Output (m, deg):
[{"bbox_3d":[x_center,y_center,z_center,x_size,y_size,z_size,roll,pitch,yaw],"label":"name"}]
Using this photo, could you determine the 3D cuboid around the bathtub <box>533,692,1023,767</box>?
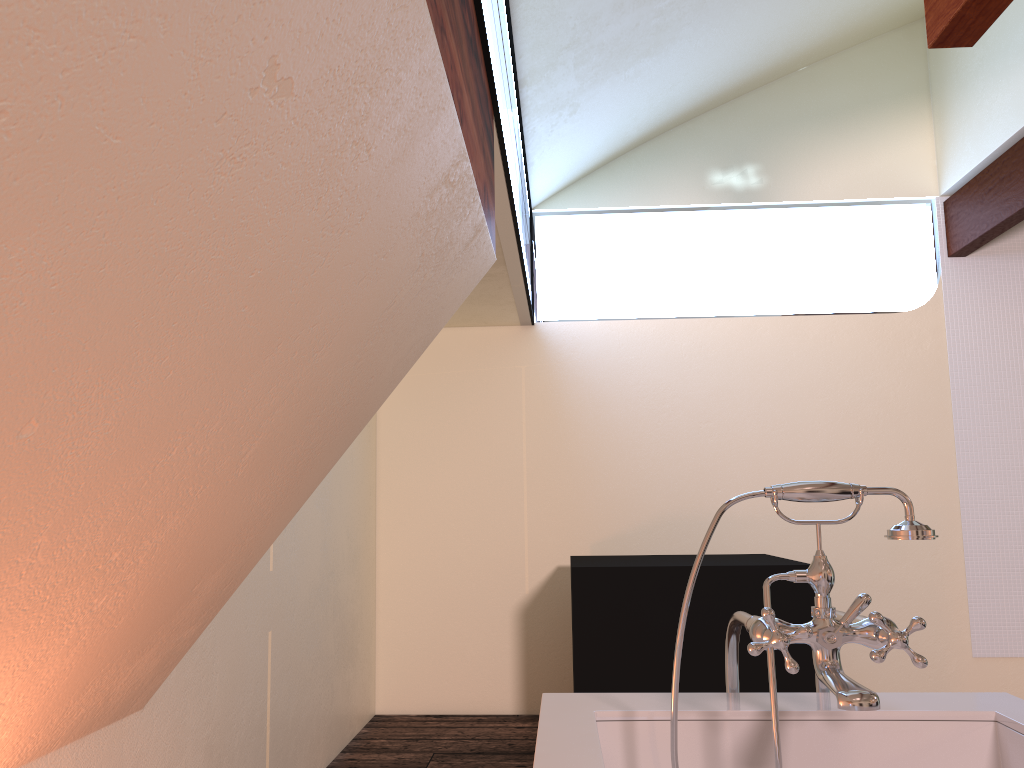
[{"bbox_3d":[0.391,0.768,0.409,0.799,0.690,2.228,-1,-9,3],"label":"bathtub"}]

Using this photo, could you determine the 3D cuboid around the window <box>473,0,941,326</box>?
[{"bbox_3d":[0.991,-0.950,2.796,2.107,0.673,3.536,-1,-9,3],"label":"window"}]

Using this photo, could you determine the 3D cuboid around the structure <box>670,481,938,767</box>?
[{"bbox_3d":[0.470,0.733,1.375,0.384,1.115,0.556,-3,-8,18],"label":"structure"}]

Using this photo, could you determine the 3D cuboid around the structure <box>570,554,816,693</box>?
[{"bbox_3d":[0.680,1.217,3.543,0.869,0.856,0.804,-1,-8,3],"label":"structure"}]
